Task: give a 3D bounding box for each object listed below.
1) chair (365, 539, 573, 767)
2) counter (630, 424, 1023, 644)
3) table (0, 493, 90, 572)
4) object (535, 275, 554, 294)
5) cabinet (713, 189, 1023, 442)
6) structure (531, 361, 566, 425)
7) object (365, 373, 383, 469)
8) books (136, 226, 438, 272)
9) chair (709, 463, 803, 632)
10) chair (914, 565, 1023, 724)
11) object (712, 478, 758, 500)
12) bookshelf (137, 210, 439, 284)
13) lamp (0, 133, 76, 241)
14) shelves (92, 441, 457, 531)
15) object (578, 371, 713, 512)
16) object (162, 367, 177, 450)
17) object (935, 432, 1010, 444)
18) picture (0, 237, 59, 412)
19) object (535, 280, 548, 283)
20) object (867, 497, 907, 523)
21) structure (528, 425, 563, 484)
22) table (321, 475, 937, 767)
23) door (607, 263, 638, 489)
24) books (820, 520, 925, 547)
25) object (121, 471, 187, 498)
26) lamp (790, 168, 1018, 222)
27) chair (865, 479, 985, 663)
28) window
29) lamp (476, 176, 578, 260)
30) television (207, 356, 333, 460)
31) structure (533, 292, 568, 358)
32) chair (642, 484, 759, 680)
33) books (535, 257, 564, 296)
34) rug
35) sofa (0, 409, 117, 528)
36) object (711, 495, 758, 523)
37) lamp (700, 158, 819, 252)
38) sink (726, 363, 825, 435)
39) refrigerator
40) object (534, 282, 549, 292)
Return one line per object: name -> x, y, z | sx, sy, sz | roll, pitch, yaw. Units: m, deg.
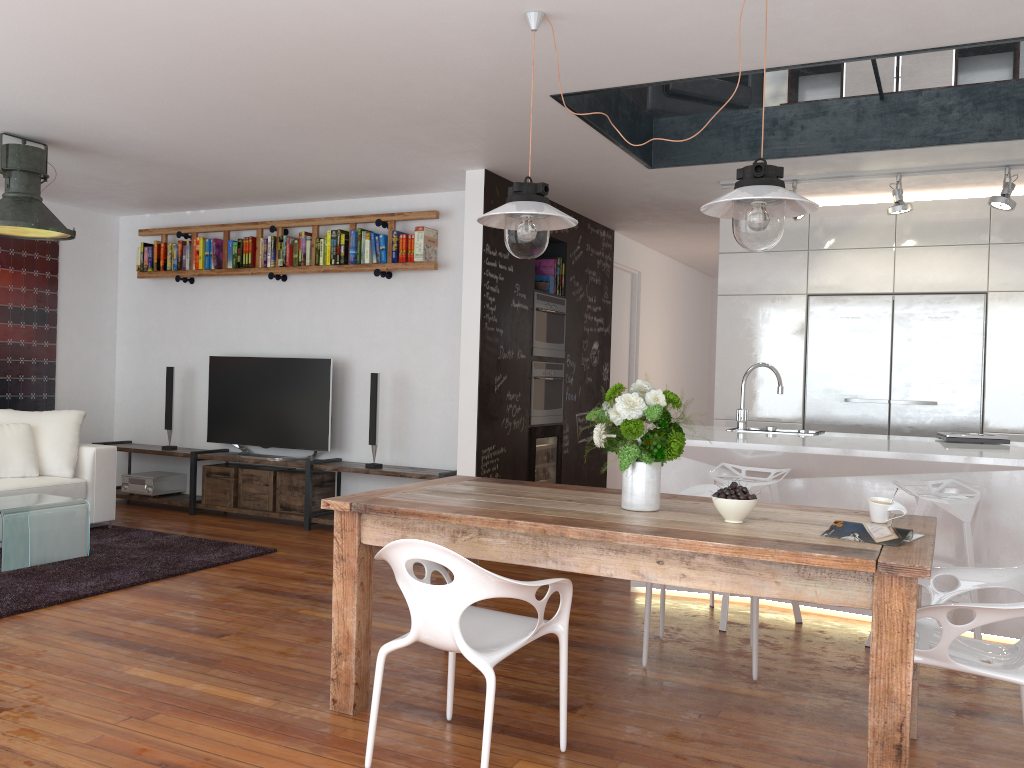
chair -> -0.140, 0.791, 2.687 | 0.577, 0.710, 0.505 | 2, 1, 31
counter -> 1.751, 0.738, 4.823 | 2.289, 0.903, 0.956 | 2, 0, 26
table -> -2.920, 0.857, 5.223 | 0.565, 0.337, 0.551 | 2, 0, 26
object -> 0.242, -0.756, 6.786 | 0.136, 0.136, 0.110 | 2, 0, 19
cabinet -> 2.783, -0.045, 6.453 | 2.404, 2.506, 0.946 | 2, 0, 26
structure -> 0.290, 0.068, 6.680 | 0.052, 0.462, 0.585 | 2, 0, 26
object -> -0.991, 0.264, 6.429 | 0.089, 0.687, 0.089 | 2, 1, 36
books -> -0.511, -1.861, 6.655 | 5.671, 1.974, 0.733 | 2, 0, 15
chair -> 1.133, 0.793, 4.369 | 0.492, 0.765, 0.428 | 2, 1, 36
chair -> 1.388, 0.837, 2.676 | 0.505, 0.710, 0.577 | 2, 0, 21
object -> 0.710, 0.349, 2.828 | 0.159, 0.095, 0.141 | 2, 0, 12
bookshelf -> -1.855, -1.052, 7.041 | 2.983, 0.465, 0.161 | 2, 0, 26
lamp -> -2.900, -1.174, 5.257 | 0.572, 0.561, 0.572 | 2, 1, 31
shelves -> -1.934, 0.808, 6.963 | 3.473, 0.506, 0.414 | 2, 0, 26
object -> 0.443, 0.190, 3.075 | 0.432, 0.476, 0.371 | 2, 0, -22
object -> -2.831, 0.201, 7.355 | 0.089, 0.687, 0.089 | 2, 0, 11
object -> 2.443, 0.285, 4.716 | 0.298, 0.036, 0.325 | 2, 0, 16
picture -> -4.424, -0.262, 6.173 | 0.007, 2.136, 2.770 | 2, 0, 26
object -> 0.222, -0.756, 6.638 | 0.077, 0.042, 0.116 | 2, 1, 39
object -> 1.226, 0.415, 2.897 | 0.127, 0.078, 0.082 | 2, 1, 31
structure -> 0.277, 0.700, 6.682 | 0.081, 0.763, 0.582 | 2, 0, 26
table -> 0.393, 0.795, 3.068 | 1.910, 0.735, 0.969 | 2, 0, 26
door -> 0.978, 0.021, 8.326 | 0.120, 2.236, 0.823 | 2, 0, 26
books -> 1.076, 0.435, 2.641 | 0.218, 0.035, 0.267 | 2, 1, 41
object -> -3.013, 0.845, 7.477 | 0.350, 0.170, 0.400 | 2, 0, 25
lamp -> 2.326, -1.146, 5.413 | 1.324, 0.254, 0.154 | 2, 0, 26
chair -> 1.911, 0.820, 3.907 | 0.492, 0.765, 0.428 | 2, 0, -19
window -> 1.746, -1.602, 4.263 | 2.700, 0.035, 1.546 | 2, 0, 26
lamp -> 0.056, -0.608, 3.251 | 0.372, 0.306, 0.372 | 2, 0, 20
television -> -1.909, 0.184, 6.961 | 1.230, 0.786, 0.298 | 2, 0, 26
structure -> 0.305, -0.435, 6.677 | 0.052, 0.462, 0.585 | 2, 0, 26
chair -> 0.831, 0.812, 3.802 | 0.577, 0.710, 0.505 | 2, 0, 16
books -> 0.273, -0.839, 6.932 | 0.230, 0.303, 0.152 | 2, 0, 26
rug -> -3.070, 1.034, 4.707 | 1.895, 0.019, 3.193 | 2, 0, 26
sofa -> -3.918, 0.590, 5.125 | 0.987, 0.842, 3.086 | 2, 0, 26
object -> 0.709, 0.399, 2.828 | 0.146, 0.079, 0.146 | 2, 1, 35
lamp -> 0.803, -0.583, 2.884 | 0.372, 0.306, 0.372 | 2, 0, -12
sink -> 1.554, 0.162, 5.201 | 0.492, 0.570, 0.459 | 2, 0, 26
refrigerator -> 2.572, 0.294, 6.047 | 1.119, 1.811, 0.142 | 2, 0, 26
object -> 0.212, -0.722, 6.641 | 0.132, 0.069, 0.132 | 1, 1, -31
